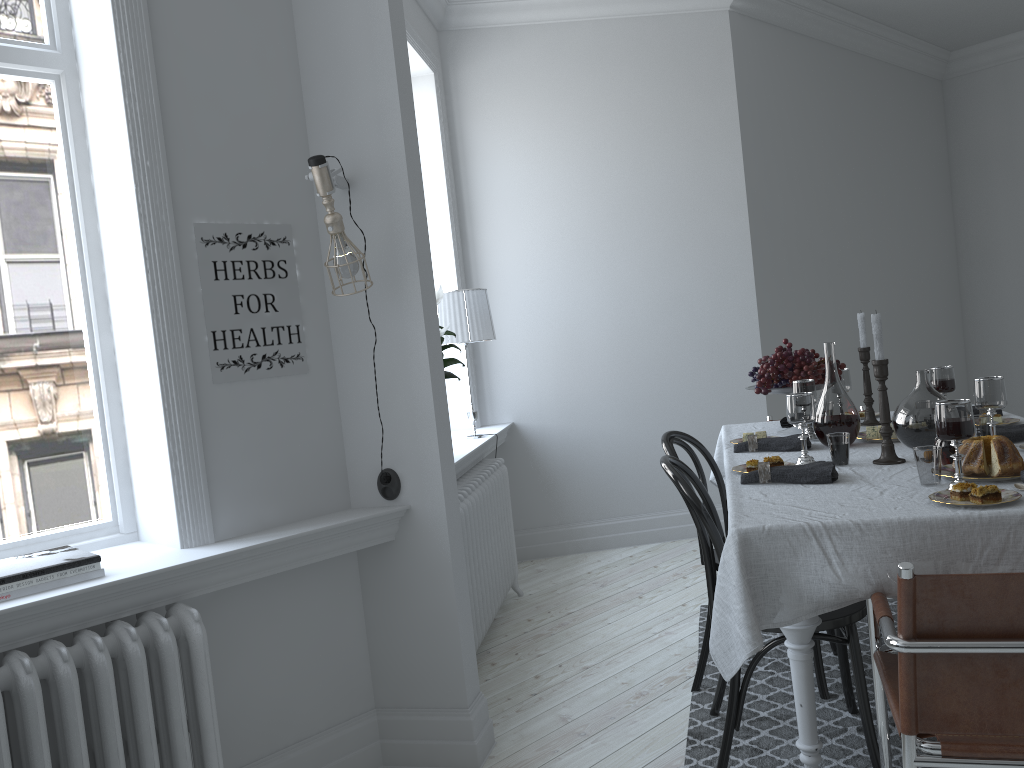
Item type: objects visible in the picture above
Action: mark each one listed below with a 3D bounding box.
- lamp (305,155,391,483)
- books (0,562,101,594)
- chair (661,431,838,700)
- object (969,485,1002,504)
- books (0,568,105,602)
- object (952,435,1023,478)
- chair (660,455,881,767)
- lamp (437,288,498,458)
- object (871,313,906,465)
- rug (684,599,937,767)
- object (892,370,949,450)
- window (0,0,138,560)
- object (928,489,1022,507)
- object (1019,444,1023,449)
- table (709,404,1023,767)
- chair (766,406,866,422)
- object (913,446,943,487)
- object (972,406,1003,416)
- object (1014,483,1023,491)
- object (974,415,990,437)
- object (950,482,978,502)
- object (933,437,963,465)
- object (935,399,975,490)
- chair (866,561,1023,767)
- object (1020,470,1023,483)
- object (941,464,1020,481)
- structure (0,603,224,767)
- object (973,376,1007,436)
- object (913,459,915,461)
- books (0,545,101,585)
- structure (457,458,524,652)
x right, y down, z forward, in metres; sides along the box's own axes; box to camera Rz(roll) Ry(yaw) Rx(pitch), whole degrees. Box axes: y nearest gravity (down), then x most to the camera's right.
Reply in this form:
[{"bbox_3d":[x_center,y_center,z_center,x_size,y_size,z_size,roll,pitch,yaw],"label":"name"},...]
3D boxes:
[{"bbox_3d":[-0.466,-0.166,2.631,0.131,0.977,0.312,-5,3,21],"label":"lamp"},{"bbox_3d":[-1.235,0.477,2.190,0.254,0.019,0.337,-4,4,44],"label":"books"},{"bbox_3d":[0.878,0.610,3.252,0.564,0.909,0.463,-5,3,25],"label":"chair"},{"bbox_3d":[1.039,0.240,1.945,0.057,0.041,0.038,-7,3,-10],"label":"object"},{"bbox_3d":[-1.228,0.495,2.194,0.343,0.019,0.254,-9,4,-44],"label":"books"},{"bbox_3d":[1.207,0.180,2.231,0.164,0.105,0.191,-7,3,-24],"label":"object"},{"bbox_3d":[0.776,0.647,2.684,0.564,0.909,0.463,-6,3,10],"label":"chair"},{"bbox_3d":[-0.203,0.185,4.605,0.335,1.331,0.335,-5,3,34],"label":"lamp"},{"bbox_3d":[1.067,0.012,2.555,0.089,0.432,0.089,-7,3,-21],"label":"object"},{"bbox_3d":[1.434,1.011,2.849,1.701,0.021,2.166,-6,3,14],"label":"rug"},{"bbox_3d":[1.266,0.079,2.717,0.194,0.245,0.194,-5,3,29],"label":"object"},{"bbox_3d":[-1.868,-0.444,2.052,1.716,2.080,0.061,-9,4,-44],"label":"window"},{"bbox_3d":[1.028,0.255,1.972,0.182,0.013,0.182,-9,4,-44],"label":"object"},{"bbox_3d":[1.523,0.178,2.478,0.182,0.013,0.182,-8,3,-29],"label":"object"},{"bbox_3d":[1.264,0.615,2.836,1.210,0.842,2.179,-6,3,13],"label":"table"},{"bbox_3d":[1.461,0.553,3.883,0.546,0.837,0.593,-6,3,1],"label":"chair"},{"bbox_3d":[1.030,0.204,2.189,0.066,0.094,0.066,-4,3,35],"label":"object"},{"bbox_3d":[1.673,0.100,3.320,0.247,0.061,0.165,-6,3,-4],"label":"object"},{"bbox_3d":[1.170,0.239,1.990,0.031,0.012,0.131,-6,3,-1],"label":"object"},{"bbox_3d":[1.397,0.142,2.654,0.066,0.094,0.066,-4,3,35],"label":"object"},{"bbox_3d":[1.020,0.241,1.998,0.051,0.039,0.036,-6,3,-4],"label":"object"},{"bbox_3d":[1.201,0.171,2.420,0.091,0.101,0.091,-6,3,1],"label":"object"},{"bbox_3d":[1.050,0.147,2.093,0.083,0.215,0.083,-8,3,-39],"label":"object"},{"bbox_3d":[1.040,0.694,1.806,0.546,0.837,0.593,-5,3,18],"label":"chair"},{"bbox_3d":[1.280,0.205,1.960,0.165,0.061,0.247,-6,3,-4],"label":"object"},{"bbox_3d":[1.201,0.223,2.235,0.251,0.018,0.251,-9,4,-44],"label":"object"},{"bbox_3d":[-1.352,1.021,1.788,1.673,0.753,0.245,-9,4,-44],"label":"structure"},{"bbox_3d":[1.382,0.089,2.555,0.083,0.215,0.083,-8,3,-39],"label":"object"},{"bbox_3d":[1.230,0.209,2.528,0.150,0.009,0.075,-7,3,-9],"label":"object"},{"bbox_3d":[-1.241,0.460,2.198,0.341,0.016,0.274,-9,4,-42],"label":"books"},{"bbox_3d":[-0.215,0.804,3.823,0.245,0.753,1.710,-6,3,9],"label":"structure"}]
